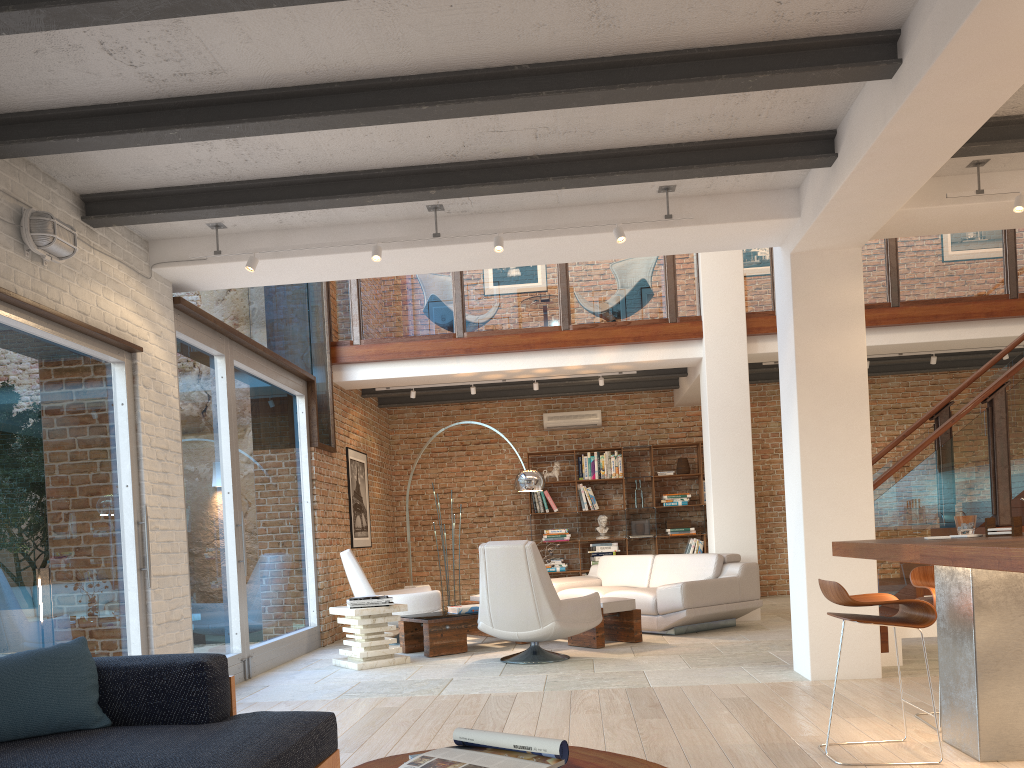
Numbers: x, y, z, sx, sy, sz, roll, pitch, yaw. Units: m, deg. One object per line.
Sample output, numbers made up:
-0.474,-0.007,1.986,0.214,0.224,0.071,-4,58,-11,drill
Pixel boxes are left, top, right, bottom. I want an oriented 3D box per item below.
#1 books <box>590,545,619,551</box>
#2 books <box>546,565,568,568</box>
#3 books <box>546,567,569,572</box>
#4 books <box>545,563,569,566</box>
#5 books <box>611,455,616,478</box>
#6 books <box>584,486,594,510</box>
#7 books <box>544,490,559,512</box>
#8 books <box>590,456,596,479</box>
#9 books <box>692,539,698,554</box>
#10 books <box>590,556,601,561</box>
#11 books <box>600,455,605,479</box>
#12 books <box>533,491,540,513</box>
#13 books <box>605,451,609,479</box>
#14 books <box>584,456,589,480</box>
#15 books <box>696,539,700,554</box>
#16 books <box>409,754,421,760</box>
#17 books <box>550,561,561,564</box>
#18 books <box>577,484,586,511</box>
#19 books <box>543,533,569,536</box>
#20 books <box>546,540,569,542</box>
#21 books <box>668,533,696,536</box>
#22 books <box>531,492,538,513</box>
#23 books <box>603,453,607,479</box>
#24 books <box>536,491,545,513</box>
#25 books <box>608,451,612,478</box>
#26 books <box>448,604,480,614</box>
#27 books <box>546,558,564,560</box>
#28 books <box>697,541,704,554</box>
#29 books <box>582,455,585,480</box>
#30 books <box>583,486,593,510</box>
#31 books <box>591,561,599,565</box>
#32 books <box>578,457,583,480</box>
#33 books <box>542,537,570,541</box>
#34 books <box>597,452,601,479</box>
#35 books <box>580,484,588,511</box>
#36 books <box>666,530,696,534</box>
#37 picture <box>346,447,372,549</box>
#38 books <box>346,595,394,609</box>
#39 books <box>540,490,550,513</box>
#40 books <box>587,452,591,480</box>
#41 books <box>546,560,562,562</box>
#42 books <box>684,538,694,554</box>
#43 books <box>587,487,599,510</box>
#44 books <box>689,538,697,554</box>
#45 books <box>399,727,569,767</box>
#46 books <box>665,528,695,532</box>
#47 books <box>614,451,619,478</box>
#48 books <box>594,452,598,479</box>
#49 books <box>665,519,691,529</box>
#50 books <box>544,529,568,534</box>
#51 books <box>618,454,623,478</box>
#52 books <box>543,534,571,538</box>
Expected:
1.291,2.300,12.211,0.379,0.064,0.248,-3,-9,-1,books
0.590,2.564,12.265,0.380,0.036,0.248,-4,-10,4,books
0.612,2.607,12.255,0.327,0.055,0.258,-5,-10,14,books
0.604,2.534,12.253,0.379,0.018,0.248,-2,-10,-3,books
1.412,1.163,12.175,0.056,0.326,0.257,-3,-3,4,books
1.084,1.605,12.221,0.125,0.345,0.274,-3,-3,4,books
0.550,1.655,12.273,0.195,0.315,0.257,-3,-4,4,books
1.132,1.184,12.213,0.056,0.326,0.257,-3,-3,4,books
2.531,2.334,12.112,0.098,0.351,0.274,-3,-3,4,books
1.299,2.438,12.193,0.379,0.064,0.248,-1,-9,-9,books
1.261,1.171,12.177,0.056,0.326,0.257,-3,-3,4,books
0.349,1.634,12.277,0.091,0.381,0.246,-3,-3,4,books
1.329,1.144,12.200,0.036,0.380,0.246,-3,-3,4,books
1.038,1.187,12.201,0.056,0.326,0.257,-3,-3,4,books
2.553,2.336,12.120,0.098,0.351,0.274,-3,-3,4,books
-0.083,0.907,2.076,0.252,0.011,0.323,1,-11,-21,books
0.602,2.512,12.276,0.206,0.033,0.134,-4,-9,4,books
0.971,1.596,12.234,0.101,0.380,0.246,-3,-3,4,books
0.620,2.113,12.257,0.356,0.020,0.276,-3,-10,3,books
0.625,2.205,12.251,0.356,0.020,0.276,-4,-10,4,books
2.357,2.092,12.124,0.356,0.020,0.276,-3,-10,3,books
0.312,1.635,12.272,0.091,0.381,0.246,-3,-3,4,books
1.300,1.157,12.189,0.021,0.355,0.274,-3,-3,4,books
0.403,1.659,12.293,0.102,0.330,0.257,-3,-3,4,books
1.365,1.140,12.184,0.036,0.380,0.246,-3,-3,4,books
-0.408,2.109,8.176,0.326,0.056,0.259,2,-11,-25,books
0.602,2.457,12.262,0.252,0.017,0.164,-4,-10,4,books
2.597,2.339,12.102,0.116,0.330,0.257,-3,-3,4,books
0.999,1.179,12.222,0.021,0.355,0.274,-3,-3,4,books
1.062,1.605,12.214,0.125,0.345,0.274,-3,-3,4,books
1.292,2.501,12.211,0.362,0.055,0.286,-4,-10,6,books
0.962,1.196,12.226,0.056,0.326,0.257,-3,-3,4,books
0.614,2.176,12.245,0.379,0.036,0.248,-3,-10,0,books
1.214,1.150,12.196,0.036,0.380,0.246,-3,-3,4,books
1.007,1.590,12.208,0.103,0.380,0.246,-3,-3,4,books
2.343,2.067,12.139,0.379,0.036,0.248,-3,-10,0,books
-1.854,1.402,10.587,0.027,1.184,0.921,-3,-3,4,picture
-1.229,1.869,7.518,0.388,0.078,0.578,-1,-10,-12,books
0.455,1.626,12.257,0.121,0.378,0.246,-3,-3,4,books
1.083,1.158,12.201,0.036,0.380,0.246,-3,-3,4,books
0.596,2.487,12.284,0.236,0.018,0.173,-3,-10,-3,books
2.438,2.335,12.133,0.163,0.369,0.246,-3,-3,4,books
1.131,1.608,12.203,0.158,0.326,0.257,-3,-3,4,books
2.478,2.327,12.106,0.161,0.369,0.246,-3,-3,4,books
-0.077,0.879,1.996,0.325,0.108,0.274,-10,-11,36,books
2.324,2.026,12.105,0.380,0.036,0.248,-4,-10,3,books
1.458,1.134,12.177,0.036,0.380,0.246,-3,-3,4,books
1.176,1.150,12.189,0.036,0.380,0.246,-3,-3,4,books
2.310,1.950,12.114,0.335,0.117,0.216,-4,-8,4,books
0.626,2.074,12.254,0.327,0.055,0.258,-4,-10,7,books
1.510,1.160,12.190,0.056,0.326,0.257,-3,-3,4,books
0.623,2.138,12.237,0.379,0.036,0.248,-3,-10,-2,books
